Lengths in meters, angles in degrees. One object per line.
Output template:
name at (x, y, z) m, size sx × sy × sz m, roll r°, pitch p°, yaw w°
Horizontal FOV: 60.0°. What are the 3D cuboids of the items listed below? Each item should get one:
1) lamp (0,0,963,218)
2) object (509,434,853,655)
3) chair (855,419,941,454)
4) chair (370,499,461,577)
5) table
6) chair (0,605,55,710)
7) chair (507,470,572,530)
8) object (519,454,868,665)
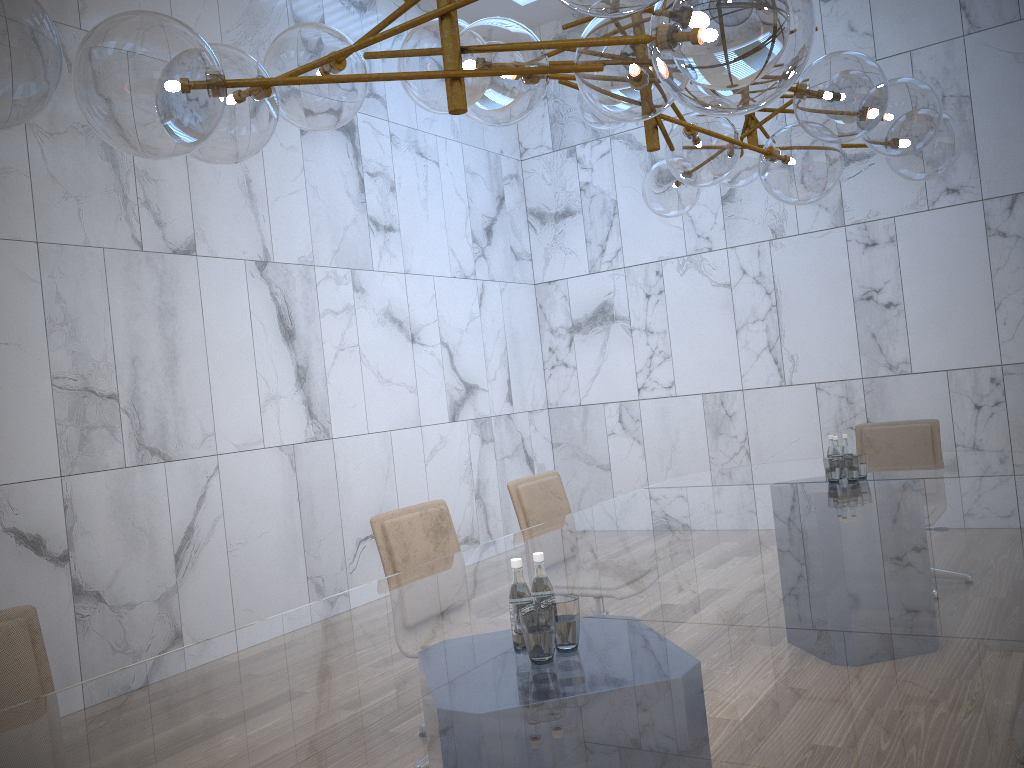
lamp at (-0.249, -1.769, 1.947) m, size 1.557 × 2.716 × 5.672 m, roll -7°, pitch -1°, yaw 33°
object at (0.229, 0.486, 2.293) m, size 0.124 × 0.213 × 5.189 m, roll -7°, pitch -1°, yaw 33°
chair at (2.338, 0.748, 5.395) m, size 0.726 × 1.000 × 0.697 m, roll -7°, pitch -1°, yaw 34°
chair at (-0.155, 0.995, 3.621) m, size 0.697 × 1.000 × 0.726 m, roll -7°, pitch -1°, yaw 33°
table at (0.121, 1.021, 2.009) m, size 2.092 × 0.835 × 7.924 m, roll -7°, pitch -1°, yaw 33°
chair at (-1.168, 1.085, 2.080) m, size 0.697 × 1.000 × 0.726 m, roll -7°, pitch -1°, yaw 33°
chair at (0.394, 0.946, 4.455) m, size 0.697 × 1.000 × 0.726 m, roll -7°, pitch -1°, yaw 33°
object at (0.268, 0.530, 2.254) m, size 0.183 × 0.117 × 5.112 m, roll -7°, pitch -1°, yaw 34°
